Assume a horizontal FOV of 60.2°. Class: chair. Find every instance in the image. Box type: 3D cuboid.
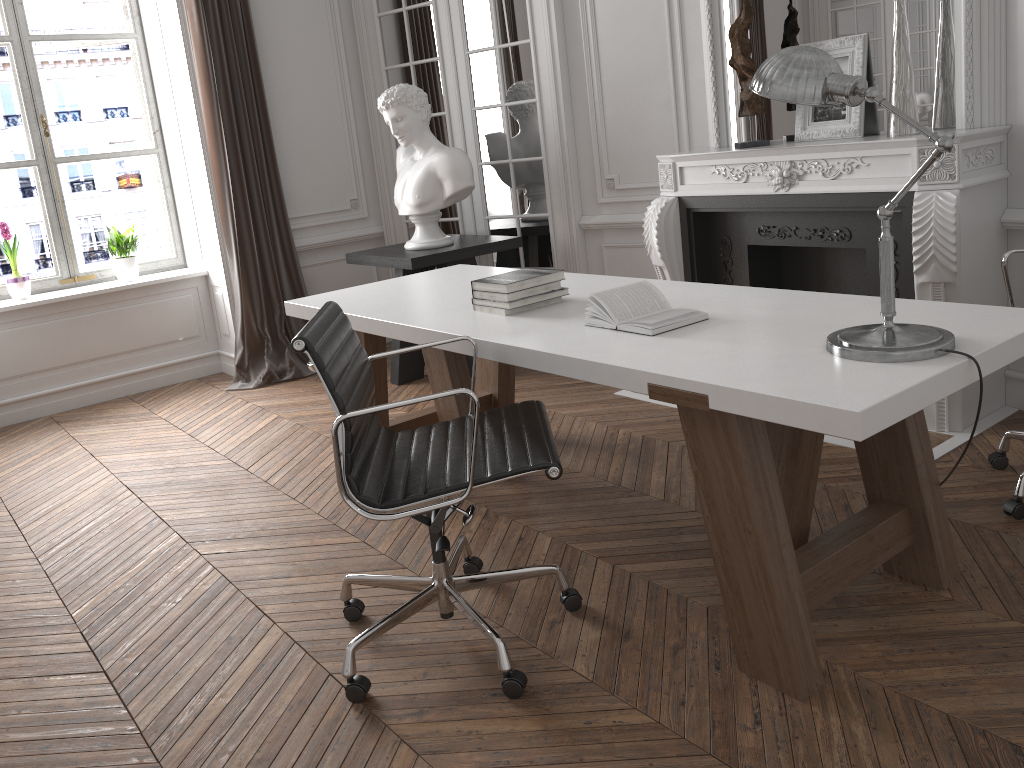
[{"bbox_3d":[1.788,-0.086,2.702,0.669,0.909,0.703,-9,13,-12],"label":"chair"},{"bbox_3d":[-0.176,0.240,2.340,0.669,0.909,0.704,-9,13,-10],"label":"chair"}]

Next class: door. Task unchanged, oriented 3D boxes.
[{"bbox_3d":[-0.295,-1.551,5.509,1.567,2.694,0.087,3,15,37],"label":"door"}]

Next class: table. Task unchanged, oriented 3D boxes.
[{"bbox_3d":[-0.419,-0.453,5.237,0.775,0.738,0.773,-16,17,-35],"label":"table"},{"bbox_3d":[0.238,0.099,2.991,0.909,0.737,2.640,-16,18,-35],"label":"table"}]

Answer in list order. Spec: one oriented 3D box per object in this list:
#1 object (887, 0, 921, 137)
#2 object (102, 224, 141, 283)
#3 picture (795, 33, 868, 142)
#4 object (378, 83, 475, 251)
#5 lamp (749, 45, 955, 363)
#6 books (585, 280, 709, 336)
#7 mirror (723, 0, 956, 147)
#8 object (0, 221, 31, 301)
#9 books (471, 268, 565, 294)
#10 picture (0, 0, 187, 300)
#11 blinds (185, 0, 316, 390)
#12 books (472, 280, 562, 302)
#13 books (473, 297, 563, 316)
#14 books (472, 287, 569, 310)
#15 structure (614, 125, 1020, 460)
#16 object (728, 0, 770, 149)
[{"bbox_3d":[1.559,-1.496,3.414,0.295,1.037,0.294,-6,12,2],"label":"object"},{"bbox_3d":[-2.448,-0.833,5.582,0.284,0.363,0.218,1,15,31],"label":"object"},{"bbox_3d":[1.409,-1.304,3.921,0.097,0.428,0.342,-15,15,-35],"label":"picture"},{"bbox_3d":[-0.513,-1.235,5.011,0.396,0.910,0.638,-15,15,-35],"label":"object"},{"bbox_3d":[0.770,-0.431,2.019,0.271,0.688,0.491,-15,15,-35],"label":"lamp"},{"bbox_3d":[0.378,-0.224,2.533,0.228,0.094,0.281,-16,18,-33],"label":"books"},{"bbox_3d":[1.353,-1.939,3.838,0.001,1.786,1.129,-15,15,-35],"label":"mirror"},{"bbox_3d":[-2.959,-0.733,5.245,0.129,0.469,0.131,-4,12,14],"label":"object"},{"bbox_3d":[0.022,-0.351,2.985,0.261,0.032,0.192,-18,19,-37],"label":"books"},{"bbox_3d":[-0.605,-1.508,2.439,13.291,4.731,13.376,9,21,44],"label":"picture"},{"bbox_3d":[-1.592,-1.546,5.275,0.787,3.054,0.344,-17,15,-41],"label":"blinds"},{"bbox_3d":[0.017,-0.320,2.987,0.242,0.027,0.192,-18,19,-37],"label":"books"},{"bbox_3d":[0.020,-0.275,3.001,0.244,0.022,0.192,-17,18,-33],"label":"books"},{"bbox_3d":[0.029,-0.297,2.995,0.261,0.022,0.213,-18,19,-35],"label":"books"},{"bbox_3d":[1.254,-0.458,3.926,0.817,1.166,1.616,-16,17,-35],"label":"structure"},{"bbox_3d":[1.079,-1.469,4.062,0.165,0.742,0.145,-5,12,6],"label":"object"}]
